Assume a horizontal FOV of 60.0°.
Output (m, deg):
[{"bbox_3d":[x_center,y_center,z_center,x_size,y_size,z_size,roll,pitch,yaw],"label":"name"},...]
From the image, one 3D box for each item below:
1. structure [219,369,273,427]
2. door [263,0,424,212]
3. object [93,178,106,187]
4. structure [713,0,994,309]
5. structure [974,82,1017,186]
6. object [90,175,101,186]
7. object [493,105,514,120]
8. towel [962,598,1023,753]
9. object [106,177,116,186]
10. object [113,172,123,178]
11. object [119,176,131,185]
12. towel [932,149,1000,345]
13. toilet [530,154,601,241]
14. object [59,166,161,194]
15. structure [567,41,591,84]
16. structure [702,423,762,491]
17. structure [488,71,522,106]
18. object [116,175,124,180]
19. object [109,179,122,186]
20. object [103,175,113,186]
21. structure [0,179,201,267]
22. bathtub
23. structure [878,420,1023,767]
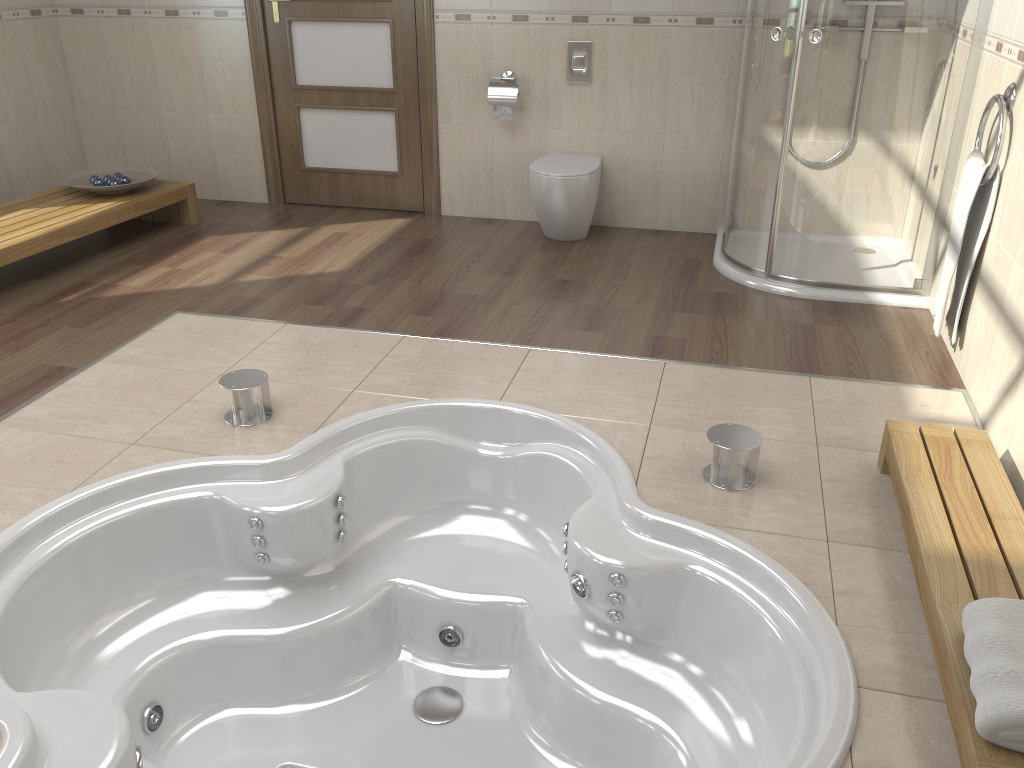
[{"bbox_3d":[-0.841,0.043,2.806,0.150,0.131,0.150,-9,27,-18],"label":"structure"},{"bbox_3d":[-0.918,-1.940,4.699,0.861,2.026,0.102,5,26,11],"label":"door"},{"bbox_3d":[-2.127,-1.032,4.571,0.060,0.060,0.060,6,27,12],"label":"object"},{"bbox_3d":[1.404,-1.413,3.755,0.900,1.917,0.900,6,27,13],"label":"structure"},{"bbox_3d":[1.583,-0.818,2.910,0.051,0.332,0.291,6,27,13],"label":"structure"},{"bbox_3d":[-2.166,-1.056,4.615,0.060,0.060,0.060,6,27,12],"label":"object"},{"bbox_3d":[-0.039,-1.441,4.553,0.098,0.151,0.090,6,27,13],"label":"object"},{"bbox_3d":[0.930,0.509,1.560,0.233,0.099,0.331,8,27,17],"label":"towel"},{"bbox_3d":[-2.069,-1.041,4.593,0.060,0.060,0.060,6,27,12],"label":"object"},{"bbox_3d":[-2.081,-1.089,4.691,0.060,0.060,0.060,6,27,12],"label":"object"},{"bbox_3d":[-2.006,-1.049,4.599,0.060,0.060,0.060,6,27,12],"label":"object"},{"bbox_3d":[1.560,-0.473,3.075,0.083,0.635,0.280,7,27,13],"label":"towel"},{"bbox_3d":[0.274,-0.934,4.529,0.337,0.388,0.519,6,27,13],"label":"toilet"},{"bbox_3d":[-2.080,-1.046,4.615,0.487,0.076,0.487,-14,29,-26],"label":"object"},{"bbox_3d":[0.337,-1.620,4.469,0.120,0.200,0.010,6,27,13],"label":"structure"},{"bbox_3d":[0.613,0.203,2.472,0.150,0.131,0.150,2,26,4],"label":"structure"},{"bbox_3d":[-0.027,-1.515,4.540,0.170,0.151,0.154,6,27,13],"label":"structure"},{"bbox_3d":[-2.047,-1.066,4.645,0.060,0.060,0.060,6,27,12],"label":"object"},{"bbox_3d":[-2.033,-1.022,4.549,0.060,0.060,0.060,6,27,12],"label":"object"},{"bbox_3d":[-2.109,-1.064,4.641,0.060,0.060,0.060,6,27,12],"label":"object"},{"bbox_3d":[-2.246,-0.736,4.314,0.620,0.220,1.450,9,27,17],"label":"structure"},{"bbox_3d":[-0.299,0.784,2.152,1.751,0.674,1.754,-15,29,-27],"label":"bathtub"},{"bbox_3d":[1.030,0.448,1.959,0.260,0.140,1.280,6,27,13],"label":"structure"}]
